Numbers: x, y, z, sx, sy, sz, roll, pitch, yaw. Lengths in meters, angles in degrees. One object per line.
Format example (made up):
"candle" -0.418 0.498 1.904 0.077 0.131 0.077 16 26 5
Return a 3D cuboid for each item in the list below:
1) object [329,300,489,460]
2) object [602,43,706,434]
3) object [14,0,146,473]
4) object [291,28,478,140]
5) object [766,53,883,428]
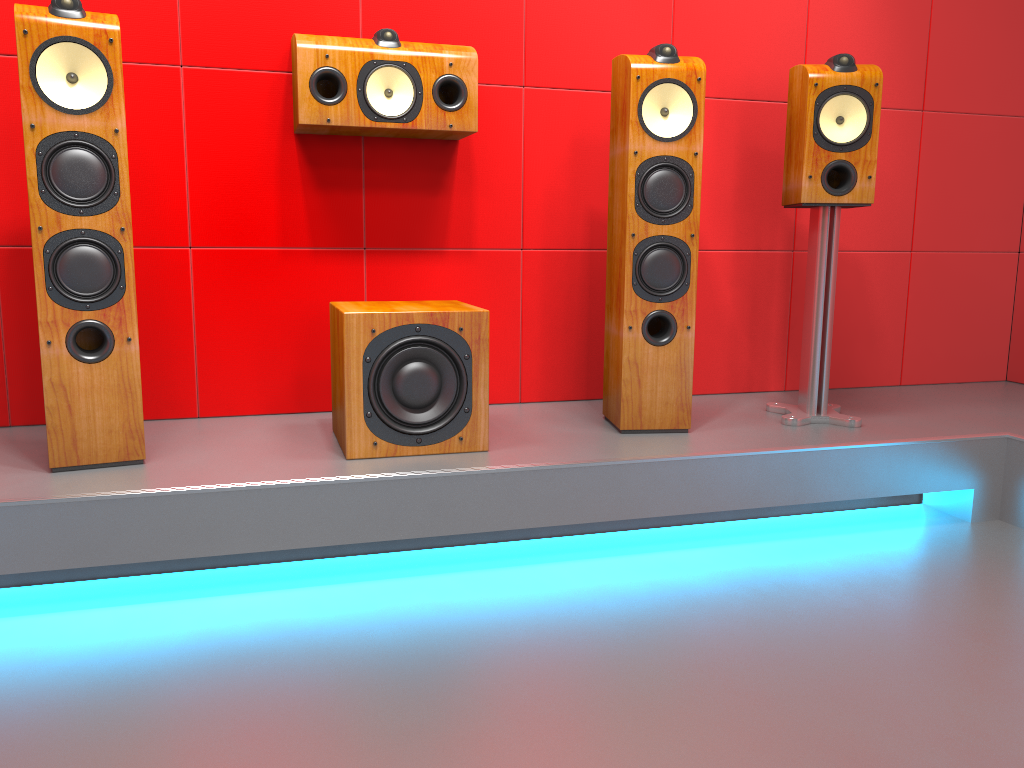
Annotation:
"object" -0.278 -0.026 2.339 0.360 0.360 0.360 -2 10 -17
"object" 0.394 -0.398 2.507 0.203 1.052 0.238 -1 9 -7
"object" -1.002 -0.339 2.068 0.203 1.052 0.238 -4 11 -26
"object" -0.363 -0.853 2.517 0.493 0.271 0.235 -2 10 -17
"object" 0.927 -0.417 2.642 0.231 1.058 0.265 1 9 3
